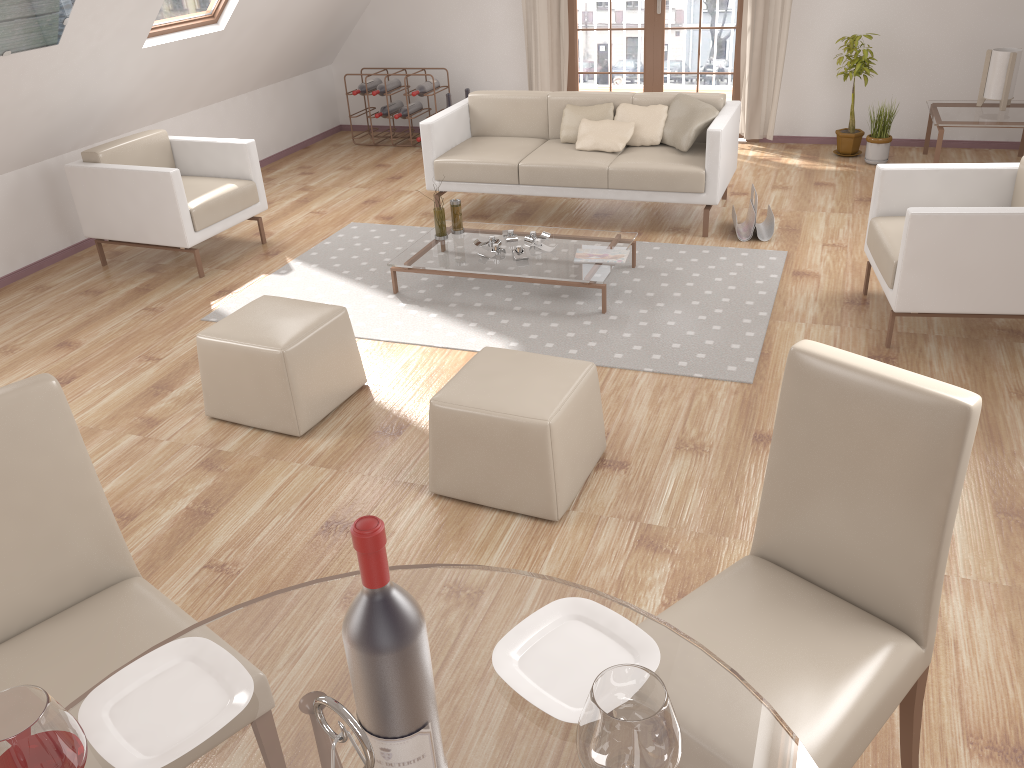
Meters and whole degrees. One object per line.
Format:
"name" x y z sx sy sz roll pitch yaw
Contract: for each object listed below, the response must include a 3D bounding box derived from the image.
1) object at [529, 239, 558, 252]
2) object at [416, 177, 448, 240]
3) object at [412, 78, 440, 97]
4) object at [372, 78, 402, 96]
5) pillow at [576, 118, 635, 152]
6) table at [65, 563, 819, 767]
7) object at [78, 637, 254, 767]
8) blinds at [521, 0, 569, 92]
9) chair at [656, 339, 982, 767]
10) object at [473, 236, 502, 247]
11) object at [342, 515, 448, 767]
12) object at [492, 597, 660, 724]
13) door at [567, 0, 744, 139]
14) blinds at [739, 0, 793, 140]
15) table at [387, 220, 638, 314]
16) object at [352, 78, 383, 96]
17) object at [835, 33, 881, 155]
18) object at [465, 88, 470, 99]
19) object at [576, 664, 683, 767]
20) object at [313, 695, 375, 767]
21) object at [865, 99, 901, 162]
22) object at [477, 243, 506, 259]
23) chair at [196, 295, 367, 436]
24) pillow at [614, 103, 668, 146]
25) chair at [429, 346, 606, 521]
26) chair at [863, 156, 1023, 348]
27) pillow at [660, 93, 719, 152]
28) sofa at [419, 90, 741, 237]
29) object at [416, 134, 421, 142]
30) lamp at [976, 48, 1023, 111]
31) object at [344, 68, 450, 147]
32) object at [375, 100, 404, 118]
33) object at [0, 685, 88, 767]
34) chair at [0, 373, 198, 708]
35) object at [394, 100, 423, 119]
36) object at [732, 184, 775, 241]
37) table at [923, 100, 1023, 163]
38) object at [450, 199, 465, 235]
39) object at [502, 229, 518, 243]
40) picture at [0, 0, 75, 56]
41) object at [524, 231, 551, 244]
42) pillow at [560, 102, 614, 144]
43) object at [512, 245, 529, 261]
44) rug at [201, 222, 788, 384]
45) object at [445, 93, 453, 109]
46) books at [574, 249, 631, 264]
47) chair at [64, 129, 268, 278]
"object" 0.166 -0.738 4.699 0.143 0.052 0.064 7 30 19
"object" -0.413 -0.972 4.874 0.184 0.359 0.123 -17 31 -23
"object" -0.745 -2.509 7.547 0.109 0.109 0.435 7 30 19
"object" -1.096 -2.553 7.670 0.109 0.109 0.435 7 30 19
"pillow" 0.571 -1.554 5.557 0.363 0.170 0.227 10 31 24
"table" -0.146 0.951 1.270 1.198 0.770 1.198 20 36 37
"object" -0.520 0.485 1.344 0.228 0.020 0.228 21 37 38
"blinds" 0.253 -3.107 7.167 0.423 2.130 0.120 6 30 17
"chair" 0.526 0.506 1.773 0.618 0.999 0.477 -26 35 -35
"object" -0.135 -0.776 4.805 0.143 0.052 0.064 7 30 19
"object" -0.153 0.349 1.113 0.109 0.435 0.109 5 30 16
"object" 0.099 0.428 1.376 0.228 0.020 0.228 -27 36 -36
"door" 1.121 -2.963 6.995 1.546 2.001 0.098 7 30 19
"blinds" 1.925 -2.878 6.542 0.424 2.129 0.123 5 30 15
"table" 0.021 -0.647 4.804 1.173 0.190 0.730 7 30 19
"object" -1.270 -2.575 7.725 0.110 0.110 0.439 7 30 19
"object" 2.503 -2.128 6.538 0.311 0.846 0.307 3 29 12
"object" -0.370 -2.343 7.721 0.115 0.443 0.120 4 29 14
"object" 0.150 0.460 1.140 0.136 0.183 0.136 -26 36 -35
"object" -0.179 0.472 1.009 0.086 0.322 0.096 -11 29 -13
"object" 2.645 -1.823 6.347 0.234 0.480 0.209 -9 29 -10
"object" -0.108 -0.701 4.665 0.143 0.052 0.064 -24 35 -33
"chair" -0.964 -0.104 3.700 0.506 0.394 0.506 10 31 23
"pillow" 0.796 -1.636 5.594 0.351 0.225 0.196 10 31 24
"chair" 0.021 0.143 3.128 0.506 0.394 0.506 9 31 23
"chair" 2.055 -0.600 3.935 0.820 0.706 0.748 2 29 10
"pillow" 1.074 -1.608 5.438 0.269 0.276 0.424 -13 30 -16
"sofa" 0.445 -1.465 5.718 1.880 0.706 0.820 7 30 19
"object" -0.724 -2.178 7.725 0.109 0.109 0.435 7 30 19
"lamp" 3.322 -2.077 6.031 0.180 0.375 0.221 -22 33 -30
"object" -0.982 -2.419 7.748 0.854 0.608 0.417 7 30 19
"object" -1.085 -2.390 7.757 0.109 0.109 0.435 7 30 19
"object" -0.632 0.496 1.166 0.136 0.183 0.136 -3 28 1
"chair" -0.876 0.567 1.828 0.618 0.999 0.477 23 38 40
"object" -0.910 -2.364 7.697 0.109 0.109 0.435 7 30 19
"object" 1.428 -1.025 5.251 0.212 0.267 0.315 1 29 8
"table" 3.241 -1.670 6.098 0.730 0.390 0.773 6 30 18
"object" -0.311 -0.941 4.987 0.075 0.185 0.075 -23 34 -31
"object" -0.012 -0.831 4.892 0.064 0.052 0.143 -8 29 -7
"picture" -2.152 -1.880 4.014 0.683 0.738 0.650 7 30 19
"object" 0.139 -0.812 4.839 0.143 0.052 0.064 -24 35 -33
"pillow" 0.478 -1.679 5.709 0.351 0.235 0.185 9 31 22
"object" 0.043 -0.682 4.612 0.064 0.051 0.143 -8 29 -7
"rug" -0.034 -0.541 4.807 2.800 0.007 1.600 7 30 19
"object" -0.521 -2.256 7.578 0.115 0.443 0.120 4 29 14
"books" 0.461 -0.660 4.570 0.280 0.005 0.192 3 29 12
"chair" -2.051 -1.125 5.388 0.820 0.706 0.748 9 31 21
